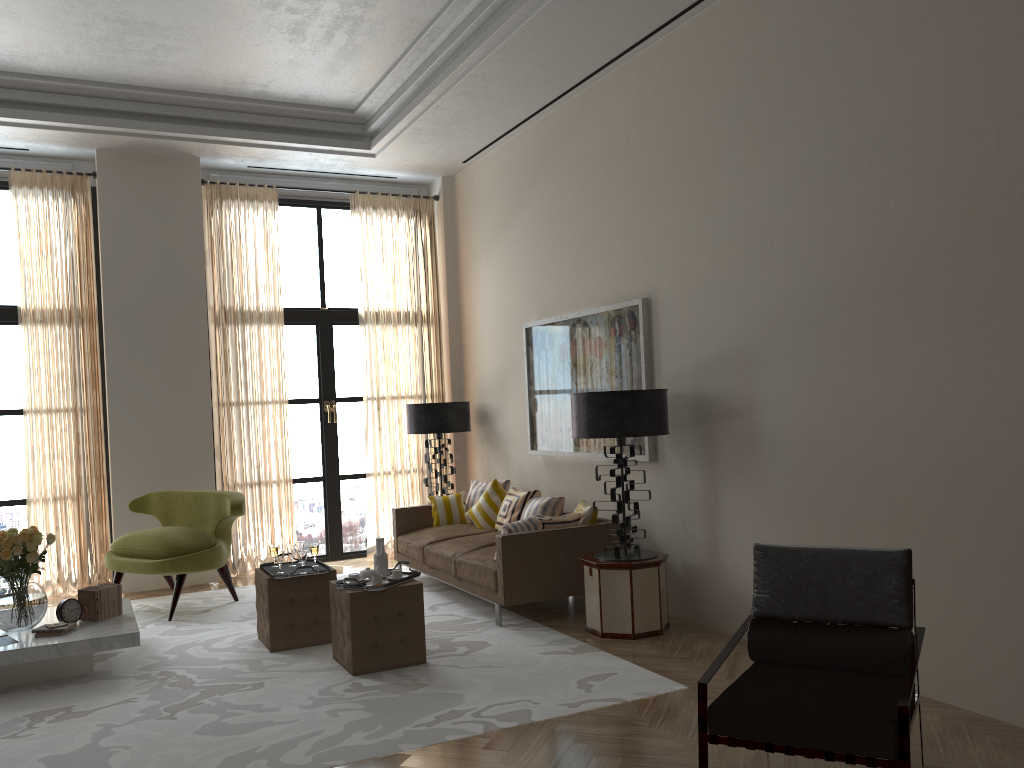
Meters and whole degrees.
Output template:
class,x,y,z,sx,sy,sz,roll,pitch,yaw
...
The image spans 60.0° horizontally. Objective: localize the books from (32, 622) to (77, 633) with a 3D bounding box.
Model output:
class,x,y,z,sx,sy,sz,roll,pitch,yaw
books,-3.539,1.888,6.863,0.255,0.026,0.202,-3,-1,-1

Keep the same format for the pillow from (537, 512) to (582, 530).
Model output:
class,x,y,z,sx,sy,sz,roll,pitch,yaw
pillow,0.398,1.412,8.229,0.464,0.412,0.304,-2,-1,-28

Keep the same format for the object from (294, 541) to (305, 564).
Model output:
class,x,y,z,sx,sy,sz,roll,pitch,yaw
object,-1.891,1.503,7.902,0.098,0.192,0.098,-3,0,21

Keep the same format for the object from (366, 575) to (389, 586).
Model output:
class,x,y,z,sx,sy,sz,roll,pitch,yaw
object,-1.020,1.488,6.720,0.176,0.067,0.176,-2,-1,-24

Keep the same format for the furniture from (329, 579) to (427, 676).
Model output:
class,x,y,z,sx,sy,sz,roll,pitch,yaw
furniture,-1.047,1.845,6.882,0.613,0.616,0.614,-2,-1,-26

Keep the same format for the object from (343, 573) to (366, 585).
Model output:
class,x,y,z,sx,sy,sz,roll,pitch,yaw
object,-1.204,1.486,6.769,0.176,0.067,0.176,-4,-2,39

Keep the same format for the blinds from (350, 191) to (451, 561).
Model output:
class,x,y,z,sx,sy,sz,roll,pitch,yaw
blinds,-1.477,-0.088,11.895,1.241,4.874,0.418,-3,0,-24

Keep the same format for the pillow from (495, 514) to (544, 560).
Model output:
class,x,y,z,sx,sy,sz,roll,pitch,yaw
pillow,0.054,1.421,8.101,0.497,0.428,0.327,-2,-1,-38

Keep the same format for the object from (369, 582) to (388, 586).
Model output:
class,x,y,z,sx,sy,sz,roll,pitch,yaw
object,-1.010,1.507,6.653,0.187,0.015,0.041,-1,-2,-40

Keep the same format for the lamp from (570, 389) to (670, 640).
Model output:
class,x,y,z,sx,sy,sz,roll,pitch,yaw
lamp,0.949,1.069,7.532,0.829,2.018,0.830,-3,0,-25

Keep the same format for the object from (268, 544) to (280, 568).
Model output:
class,x,y,z,sx,sy,sz,roll,pitch,yaw
object,-2.082,1.508,7.768,0.098,0.192,0.098,-2,0,-43

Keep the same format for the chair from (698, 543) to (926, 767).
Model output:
class,x,y,z,sx,sy,sz,roll,pitch,yaw
chair,1.467,1.405,4.236,0.877,1.135,1.134,-3,-1,29

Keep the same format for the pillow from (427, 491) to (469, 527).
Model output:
class,x,y,z,sx,sy,sz,roll,pitch,yaw
pillow,-0.736,1.496,10.406,0.482,0.433,0.318,-2,0,-16

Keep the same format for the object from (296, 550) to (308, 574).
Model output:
class,x,y,z,sx,sy,sz,roll,pitch,yaw
object,-1.740,1.483,7.375,0.098,0.192,0.098,-3,0,-26

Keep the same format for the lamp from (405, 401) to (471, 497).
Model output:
class,x,y,z,sx,sy,sz,roll,pitch,yaw
lamp,-0.904,1.250,11.334,0.829,2.018,0.830,-3,0,-22

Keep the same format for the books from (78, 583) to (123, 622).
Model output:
class,x,y,z,sx,sy,sz,roll,pitch,yaw
books,-3.397,1.798,7.313,0.210,0.264,0.281,-3,-1,24

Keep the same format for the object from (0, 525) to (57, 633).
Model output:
class,x,y,z,sx,sy,sz,roll,pitch,yaw
object,-3.888,1.545,7.019,0.539,0.821,0.627,-2,0,-30

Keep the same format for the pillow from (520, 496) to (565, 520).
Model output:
class,x,y,z,sx,sy,sz,roll,pitch,yaw
pillow,0.284,1.445,9.240,0.371,0.566,0.660,-2,-1,-31

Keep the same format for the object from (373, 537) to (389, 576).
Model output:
class,x,y,z,sx,sy,sz,roll,pitch,yaw
object,-1.051,1.381,7.078,0.113,0.305,0.125,-3,0,11

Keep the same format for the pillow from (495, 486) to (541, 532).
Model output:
class,x,y,z,sx,sy,sz,roll,pitch,yaw
pillow,0.060,1.400,9.555,0.403,0.547,0.617,-2,-1,-23

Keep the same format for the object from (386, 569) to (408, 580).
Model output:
class,x,y,z,sx,sy,sz,roll,pitch,yaw
object,-0.900,1.490,6.947,0.176,0.067,0.176,-2,-1,-27

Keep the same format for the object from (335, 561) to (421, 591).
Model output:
class,x,y,z,sx,sy,sz,roll,pitch,yaw
object,-1.037,1.487,6.891,0.441,0.101,0.720,-3,-2,28

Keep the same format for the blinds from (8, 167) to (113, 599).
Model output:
class,x,y,z,sx,sy,sz,roll,pitch,yaw
blinds,-5.132,0.031,10.102,0.873,4.874,0.418,-3,0,-23

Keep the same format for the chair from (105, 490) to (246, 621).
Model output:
class,x,y,z,sx,sy,sz,roll,pitch,yaw
chair,-3.577,1.755,9.219,1.791,1.213,1.029,-3,-1,31

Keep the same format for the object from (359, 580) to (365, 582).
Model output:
class,x,y,z,sx,sy,sz,roll,pitch,yaw
object,-1.147,1.501,6.736,0.052,0.027,0.080,-3,-1,21

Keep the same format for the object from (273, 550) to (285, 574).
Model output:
class,x,y,z,sx,sy,sz,roll,pitch,yaw
object,-1.951,1.494,7.446,0.098,0.192,0.098,-3,0,0

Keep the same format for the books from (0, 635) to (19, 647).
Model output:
class,x,y,z,sx,sy,sz,roll,pitch,yaw
books,-3.904,1.916,6.599,0.384,0.038,0.281,-4,-2,37

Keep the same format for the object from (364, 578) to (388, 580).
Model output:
class,x,y,z,sx,sy,sz,roll,pitch,yaw
object,-1.048,1.500,6.815,0.186,0.026,0.041,-2,-1,-18

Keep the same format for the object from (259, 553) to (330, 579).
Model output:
class,x,y,z,sx,sy,sz,roll,pitch,yaw
object,-1.874,1.554,7.627,0.490,0.092,0.803,-2,-2,-26

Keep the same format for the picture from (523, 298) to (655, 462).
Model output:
class,x,y,z,sx,sy,sz,roll,pitch,yaw
picture,0.714,0.010,9.025,0.080,1.480,2.268,-3,-1,-28

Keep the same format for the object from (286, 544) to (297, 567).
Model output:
class,x,y,z,sx,sy,sz,roll,pitch,yaw
object,-1.926,1.501,7.764,0.098,0.192,0.098,-3,0,-26

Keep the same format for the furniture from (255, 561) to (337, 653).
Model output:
class,x,y,z,sx,sy,sz,roll,pitch,yaw
furniture,-1.855,1.901,7.633,0.613,0.616,0.614,-2,-1,-26

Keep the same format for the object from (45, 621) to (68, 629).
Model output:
class,x,y,z,sx,sy,sz,roll,pitch,yaw
object,-3.532,1.867,6.874,0.139,0.019,0.137,-1,-2,-42

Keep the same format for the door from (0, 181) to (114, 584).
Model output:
class,x,y,z,sx,sy,sz,roll,pitch,yaw
door,-6.278,0.087,9.791,3.256,4.767,0.240,-2,0,-26

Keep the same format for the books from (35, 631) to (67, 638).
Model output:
class,x,y,z,sx,sy,sz,roll,pitch,yaw
books,-3.548,1.912,6.858,0.197,0.024,0.256,-2,-1,-9

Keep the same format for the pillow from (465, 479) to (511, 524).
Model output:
class,x,y,z,sx,sy,sz,roll,pitch,yaw
pillow,-0.317,1.417,10.446,0.624,0.576,0.355,-3,-1,43

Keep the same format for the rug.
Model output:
class,x,y,z,sx,sy,sz,roll,pitch,yaw
rug,-2.553,2.198,7.272,5.515,0.065,5.735,-2,-2,-26

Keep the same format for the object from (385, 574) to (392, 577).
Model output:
class,x,y,z,sx,sy,sz,roll,pitch,yaw
object,-0.978,1.515,7.010,0.049,0.026,0.053,-3,-1,31

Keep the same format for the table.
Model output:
class,x,y,z,sx,sy,sz,roll,pitch,yaw
table,-3.870,2.116,7.083,1.583,0.343,1.501,-2,-2,-26

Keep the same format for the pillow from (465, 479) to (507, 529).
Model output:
class,x,y,z,sx,sy,sz,roll,pitch,yaw
pillow,-0.214,1.386,10.055,0.767,0.617,0.355,-3,0,18

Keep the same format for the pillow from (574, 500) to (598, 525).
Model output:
class,x,y,z,sx,sy,sz,roll,pitch,yaw
pillow,0.657,1.374,8.456,0.296,0.476,0.515,-3,-1,-5

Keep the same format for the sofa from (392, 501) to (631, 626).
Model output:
class,x,y,z,sx,sy,sz,roll,pitch,yaw
sofa,-0.144,1.772,9.303,1.351,0.819,2.981,-2,-1,-26

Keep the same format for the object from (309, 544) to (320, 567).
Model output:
class,x,y,z,sx,sy,sz,roll,pitch,yaw
object,-1.713,1.490,7.702,0.098,0.192,0.098,-3,0,0

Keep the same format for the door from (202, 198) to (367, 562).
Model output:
class,x,y,z,sx,sy,sz,roll,pitch,yaw
door,-2.425,-0.039,11.680,3.084,4.767,0.240,-2,0,-26

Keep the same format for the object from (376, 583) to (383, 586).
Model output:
class,x,y,z,sx,sy,sz,roll,pitch,yaw
object,-0.991,1.504,6.623,0.053,0.026,0.049,-2,-1,-24

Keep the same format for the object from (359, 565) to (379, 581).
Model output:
class,x,y,z,sx,sy,sz,roll,pitch,yaw
object,-1.128,1.481,6.940,0.176,0.105,0.136,-2,-1,-30

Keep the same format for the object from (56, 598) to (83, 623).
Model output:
class,x,y,z,sx,sy,sz,roll,pitch,yaw
object,-3.553,1.827,7.119,0.082,0.209,0.204,-3,-1,25

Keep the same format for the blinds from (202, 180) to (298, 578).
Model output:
class,x,y,z,sx,sy,sz,roll,pitch,yaw
blinds,-3.251,-0.030,11.027,0.959,4.874,0.419,-3,0,-24
